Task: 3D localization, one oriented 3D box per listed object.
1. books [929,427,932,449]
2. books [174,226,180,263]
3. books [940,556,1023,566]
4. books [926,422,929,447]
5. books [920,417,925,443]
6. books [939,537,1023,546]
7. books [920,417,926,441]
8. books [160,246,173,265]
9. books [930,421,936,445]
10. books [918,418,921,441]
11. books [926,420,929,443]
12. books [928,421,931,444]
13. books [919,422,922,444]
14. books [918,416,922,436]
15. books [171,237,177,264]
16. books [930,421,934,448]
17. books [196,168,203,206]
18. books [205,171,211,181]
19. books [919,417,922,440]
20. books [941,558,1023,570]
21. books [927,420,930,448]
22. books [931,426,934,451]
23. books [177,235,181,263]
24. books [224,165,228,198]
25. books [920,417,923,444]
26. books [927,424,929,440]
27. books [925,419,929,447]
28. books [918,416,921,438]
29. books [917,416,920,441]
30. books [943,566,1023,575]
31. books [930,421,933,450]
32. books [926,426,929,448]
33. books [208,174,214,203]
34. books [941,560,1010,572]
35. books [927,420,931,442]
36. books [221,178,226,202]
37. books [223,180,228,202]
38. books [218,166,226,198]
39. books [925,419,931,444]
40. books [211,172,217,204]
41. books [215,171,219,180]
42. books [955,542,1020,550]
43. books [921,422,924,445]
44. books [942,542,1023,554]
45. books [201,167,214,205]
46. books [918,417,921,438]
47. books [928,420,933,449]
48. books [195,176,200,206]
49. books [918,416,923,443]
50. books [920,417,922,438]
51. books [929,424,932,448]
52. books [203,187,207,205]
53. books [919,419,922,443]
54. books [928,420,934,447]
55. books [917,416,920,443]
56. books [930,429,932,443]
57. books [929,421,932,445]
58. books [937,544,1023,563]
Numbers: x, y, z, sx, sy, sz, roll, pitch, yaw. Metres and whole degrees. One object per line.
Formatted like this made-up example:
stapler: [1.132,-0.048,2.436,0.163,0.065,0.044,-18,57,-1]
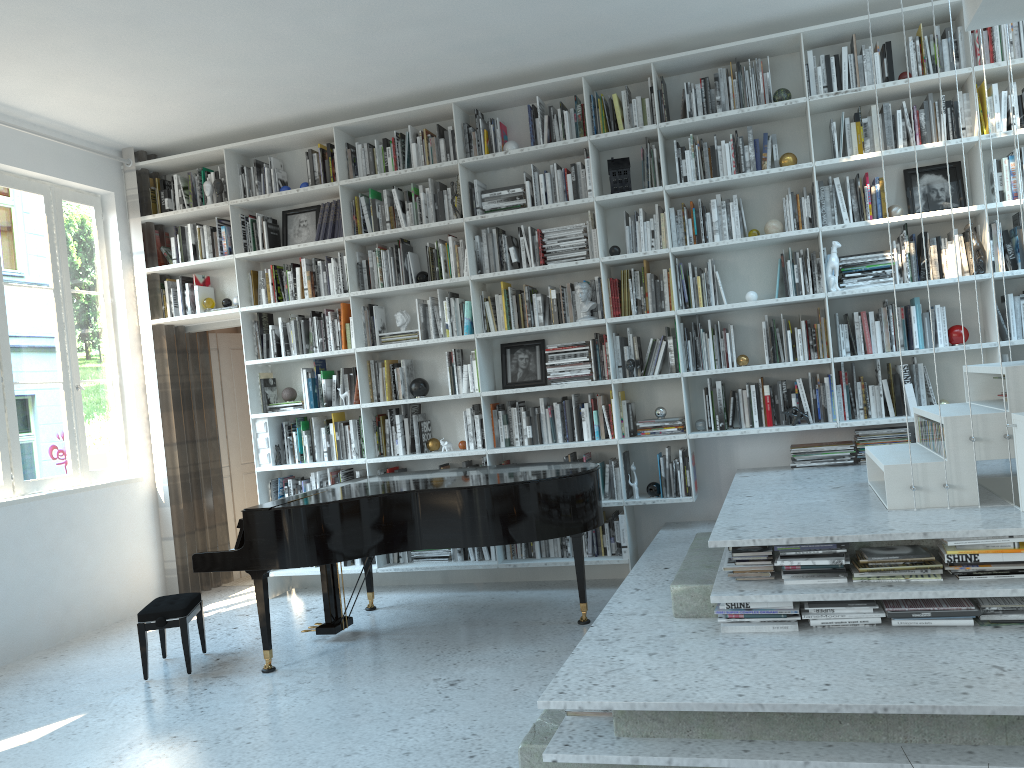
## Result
books: [1.892,0.219,3.869,0.125,0.125,0.010,-6,0,17]
books: [-2.385,-0.987,6.435,0.011,0.296,0.162,-5,0,17]
books: [1.664,0.611,3.115,0.268,0.014,0.160,-6,0,16]
books: [1.913,0.217,3.939,0.125,0.125,0.009,-6,0,17]
books: [1.964,0.213,4.107,0.125,0.125,0.008,-6,0,17]
books: [1.650,0.532,3.095,0.285,0.013,0.181,-6,0,12]
books: [1.962,0.213,4.098,0.125,0.125,0.010,-6,0,17]
books: [-2.473,-0.917,6.473,0.121,0.176,0.129,-6,0,17]
books: [1.878,0.220,3.824,0.125,0.125,0.007,-6,0,17]
books: [1.981,0.212,4.163,0.125,0.125,0.010,-6,0,17]
books: [1.911,0.218,3.930,0.125,0.125,0.007,-6,0,17]
books: [1.894,0.219,3.876,0.125,0.125,0.007,-6,0,17]
books: [1.976,0.212,4.144,0.125,0.125,0.008,-6,0,17]
books: [1.986,0.211,4.179,0.125,0.125,0.007,-6,0,17]
books: [-2.404,-0.945,6.440,0.034,0.218,0.166,-5,0,17]
books: [1.881,0.220,3.831,0.125,0.125,0.008,-6,0,17]
books: [-2.198,-1.378,6.357,0.014,0.304,0.145,-5,0,17]
books: [-2.131,-1.370,6.344,0.013,0.275,0.158,-5,0,17]
books: [1.971,0.213,4.129,0.125,0.125,0.007,-6,0,17]
books: [1.659,0.622,3.095,0.281,0.008,0.181,-6,0,22]
books: [1.905,0.218,3.910,0.125,0.125,0.014,-6,0,17]
books: [1.876,0.220,3.817,0.125,0.125,0.008,-6,0,17]
books: [-2.347,-0.956,6.410,0.023,0.228,0.171,-5,0,17]
books: [-1.965,-1.392,6.289,0.022,0.286,0.175,-5,0,17]
books: [1.967,0.213,4.115,0.125,0.125,0.008,-6,0,17]
books: [1.908,0.218,3.921,0.125,0.125,0.010,-6,0,17]
books: [1.922,0.217,3.968,0.125,0.125,0.008,-6,0,17]
books: [1.988,0.211,4.186,0.125,0.125,0.009,-6,0,17]
books: [1.991,0.211,4.194,0.125,0.125,0.008,-6,0,17]
books: [1.667,0.646,3.114,0.259,0.009,0.152,-6,0,14]
books: [1.883,0.220,3.838,0.125,0.125,0.008,-6,0,17]
books: [1.916,0.217,3.947,0.125,0.125,0.010,-6,0,17]
books: [-2.096,-1.358,6.319,0.025,0.244,0.167,-5,0,17]
books: [1.667,0.634,3.120,0.262,0.016,0.132,-6,0,12]
books: [1.901,0.218,3.899,0.125,0.125,0.010,-6,0,17]
books: [-2.008,-1.347,6.308,0.023,0.205,0.145,-5,0,17]
books: [-1.984,-1.339,6.297,0.028,0.185,0.167,-5,0,17]
books: [-2.028,-1.389,6.317,0.013,0.292,0.154,-5,0,17]
books: [1.919,0.217,3.958,0.125,0.125,0.012,-6,0,17]
books: [-2.071,-1.365,6.321,0.021,0.253,0.179,-5,0,17]
books: [-2.049,-1.370,6.311,0.027,0.259,0.147,-5,0,17]
books: [1.655,0.550,3.105,0.192,0.024,0.167,-6,0,22]
books: [1.958,0.214,4.088,0.125,0.125,0.010,-6,0,17]
books: [1.655,0.568,3.099,0.261,0.012,0.179,-6,0,21]
books: [-2.175,-1.386,6.361,0.029,0.314,0.129,-5,0,17]
books: [1.979,0.212,4.155,0.125,0.125,0.012,-6,0,17]
books: [1.899,0.218,3.891,0.125,0.125,0.007,-6,0,17]
books: [-2.212,-1.353,6.377,0.030,0.257,0.130,-5,0,17]
books: [1.984,0.212,4.172,0.125,0.125,0.008,-6,0,17]
books: [1.969,0.213,4.122,0.125,0.125,0.007,-6,0,17]
books: [1.889,0.219,3.860,0.125,0.125,0.008,-6,0,17]
books: [-2.147,-1.324,6.343,0.024,0.187,0.159,-5,0,17]
books: [1.973,0.212,4.136,0.125,0.125,0.007,-6,0,17]
books: [1.896,0.219,3.884,0.125,0.125,0.007,-6,0,17]
books: [1.993,0.211,4.200,0.125,0.125,0.007,-6,0,17]
books: [1.885,0.220,3.845,0.125,0.125,0.008,-6,0,17]
books: [1.887,0.219,3.852,0.125,0.125,0.008,-6,0,17]
books: [1.659,0.589,3.106,0.284,0.030,0.177,-6,0,18]
